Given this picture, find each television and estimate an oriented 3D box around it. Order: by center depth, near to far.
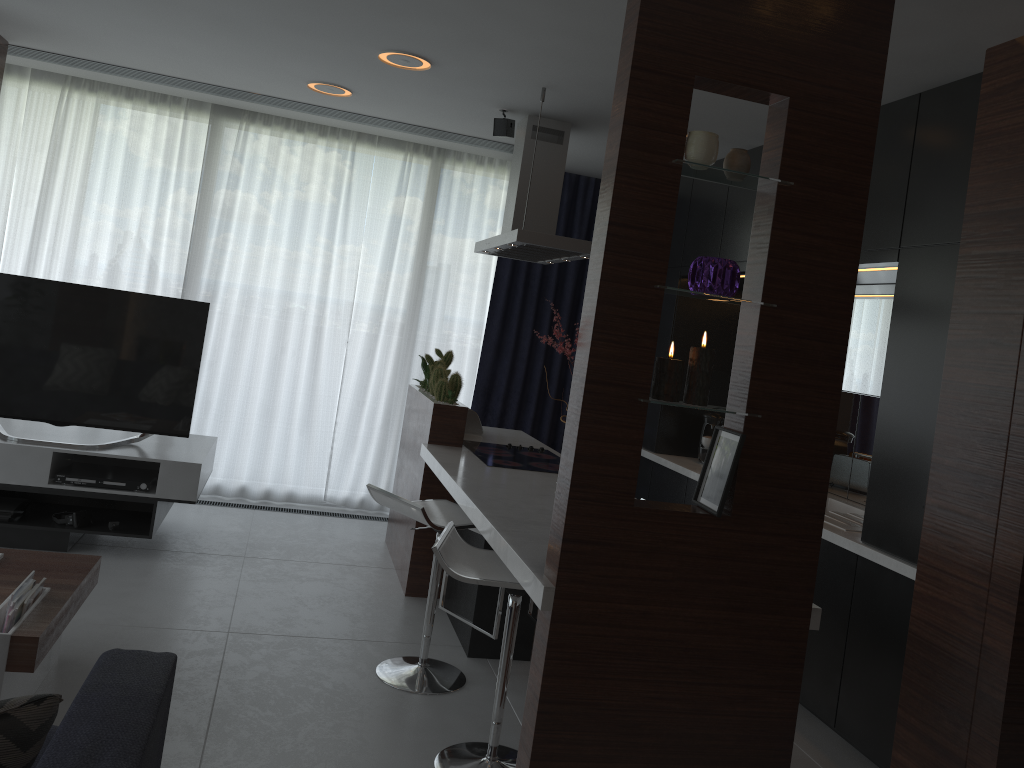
[{"bbox_3d":[-2.211,-0.110,4.426,1.226,0.788,0.298,8,-1,-14],"label":"television"}]

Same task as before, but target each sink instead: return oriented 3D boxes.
[{"bbox_3d":[1.528,0.566,4.130,0.502,0.493,0.856,8,2,-14],"label":"sink"}]

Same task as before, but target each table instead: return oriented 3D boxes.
[{"bbox_3d":[-1.815,0.778,2.745,0.798,0.353,0.808,8,3,-14],"label":"table"}]

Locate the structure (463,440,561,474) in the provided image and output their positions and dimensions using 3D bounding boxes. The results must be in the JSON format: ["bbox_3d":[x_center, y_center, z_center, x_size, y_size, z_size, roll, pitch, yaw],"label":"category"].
[{"bbox_3d":[0.041,0.374,4.387,0.503,0.057,0.767,8,3,-14],"label":"structure"}]

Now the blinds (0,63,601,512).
[{"bbox_3d":[-1.420,-0.370,2.493,5.785,2.774,7.158,8,3,-10],"label":"blinds"}]

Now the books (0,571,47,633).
[{"bbox_3d":[1.381,1.049,4.688,8.187,0.373,0.407,6,2,-35],"label":"books"}]

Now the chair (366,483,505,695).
[{"bbox_3d":[-0.332,0.776,3.434,0.460,0.710,0.398,9,0,-41],"label":"chair"}]

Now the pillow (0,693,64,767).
[{"bbox_3d":[-0.962,0.661,1.343,0.412,0.386,0.223,7,0,-43],"label":"pillow"}]

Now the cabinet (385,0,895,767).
[{"bbox_3d":[0.149,-0.110,3.892,0.784,2.553,3.347,9,1,-14],"label":"cabinet"}]

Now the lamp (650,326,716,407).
[{"bbox_3d":[0.456,-0.055,2.336,0.153,0.211,0.077,8,-1,-2],"label":"lamp"}]

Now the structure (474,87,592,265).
[{"bbox_3d":[0.166,-1.071,4.761,0.445,0.760,1.048,9,2,-14],"label":"structure"}]

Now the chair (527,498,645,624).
[{"bbox_3d":[0.363,0.855,3.571,0.462,0.741,0.397,9,-1,-18],"label":"chair"}]

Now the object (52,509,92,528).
[{"bbox_3d":[-2.157,0.643,4.315,0.184,0.079,0.116,9,2,16],"label":"object"}]

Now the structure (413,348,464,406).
[{"bbox_3d":[-0.413,-0.062,4.920,0.222,0.286,1.004,8,3,-12],"label":"structure"}]

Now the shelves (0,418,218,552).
[{"bbox_3d":[-2.796,0.450,4.499,2.342,0.500,0.876,8,2,-14],"label":"shelves"}]

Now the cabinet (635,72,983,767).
[{"bbox_3d":[1.451,0.031,4.743,0.703,2.555,3.491,9,2,-14],"label":"cabinet"}]

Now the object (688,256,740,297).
[{"bbox_3d":[0.535,-0.281,2.336,0.135,0.098,0.132,9,2,26],"label":"object"}]

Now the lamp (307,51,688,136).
[{"bbox_3d":[1.593,-1.118,3.372,9.534,0.084,5.378,7,4,-27],"label":"lamp"}]

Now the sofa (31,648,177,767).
[{"bbox_3d":[-2.195,0.653,1.734,2.863,0.608,1.906,8,3,-14],"label":"sofa"}]

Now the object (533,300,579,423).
[{"bbox_3d":[0.174,0.127,2.506,0.385,0.736,0.199,9,-1,-32],"label":"object"}]

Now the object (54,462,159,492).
[{"bbox_3d":[-2.010,0.466,4.415,0.429,0.053,0.337,8,3,-14],"label":"object"}]

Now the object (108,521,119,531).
[{"bbox_3d":[-1.941,0.692,4.306,0.044,0.043,0.044,8,1,-13],"label":"object"}]

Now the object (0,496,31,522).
[{"bbox_3d":[-2.546,0.591,4.275,0.313,0.067,0.315,8,3,-14],"label":"object"}]

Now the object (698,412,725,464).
[{"bbox_3d":[1.245,0.334,5.268,0.268,0.312,0.216,8,0,-29],"label":"object"}]

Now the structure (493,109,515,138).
[{"bbox_3d":[-0.041,-1.411,4.819,0.085,0.142,0.114,8,0,26],"label":"structure"}]

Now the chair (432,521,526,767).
[{"bbox_3d":[-0.048,0.856,2.799,0.464,0.710,0.395,8,0,4],"label":"chair"}]

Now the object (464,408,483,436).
[{"bbox_3d":[-0.299,0.194,5.170,0.221,0.145,0.345,8,3,-14],"label":"object"}]

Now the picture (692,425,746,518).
[{"bbox_3d":[0.550,0.229,2.360,0.051,0.222,0.175,9,0,-10],"label":"picture"}]

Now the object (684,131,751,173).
[{"bbox_3d":[0.547,-0.601,2.328,0.217,0.086,0.088,7,2,-31],"label":"object"}]
